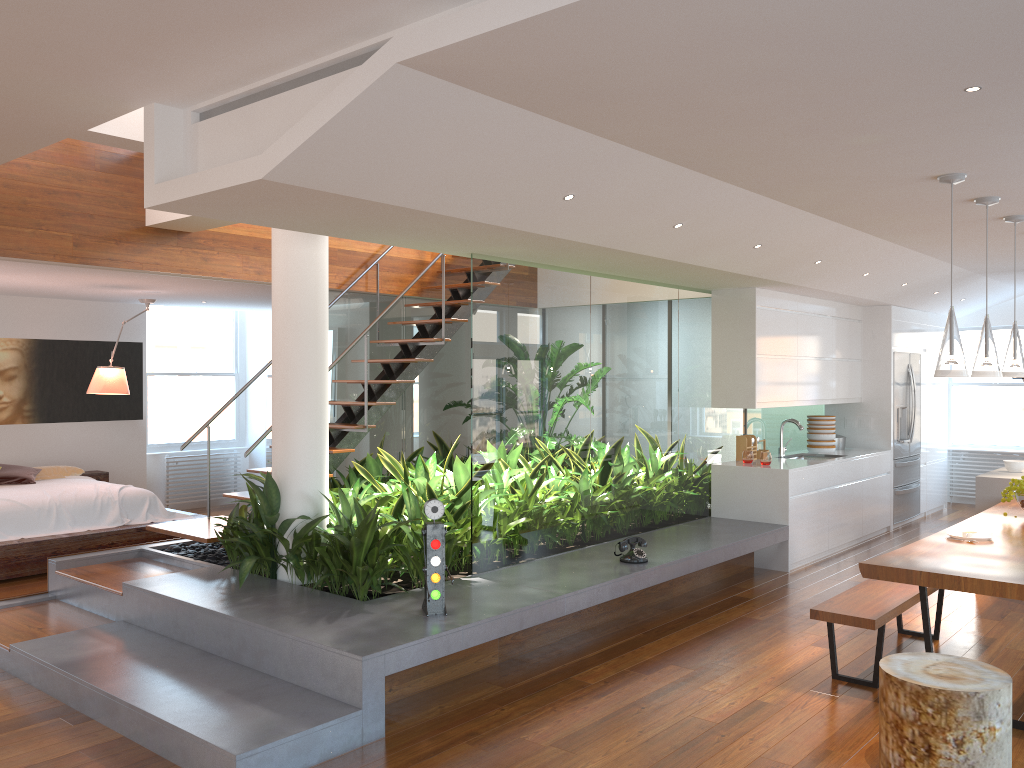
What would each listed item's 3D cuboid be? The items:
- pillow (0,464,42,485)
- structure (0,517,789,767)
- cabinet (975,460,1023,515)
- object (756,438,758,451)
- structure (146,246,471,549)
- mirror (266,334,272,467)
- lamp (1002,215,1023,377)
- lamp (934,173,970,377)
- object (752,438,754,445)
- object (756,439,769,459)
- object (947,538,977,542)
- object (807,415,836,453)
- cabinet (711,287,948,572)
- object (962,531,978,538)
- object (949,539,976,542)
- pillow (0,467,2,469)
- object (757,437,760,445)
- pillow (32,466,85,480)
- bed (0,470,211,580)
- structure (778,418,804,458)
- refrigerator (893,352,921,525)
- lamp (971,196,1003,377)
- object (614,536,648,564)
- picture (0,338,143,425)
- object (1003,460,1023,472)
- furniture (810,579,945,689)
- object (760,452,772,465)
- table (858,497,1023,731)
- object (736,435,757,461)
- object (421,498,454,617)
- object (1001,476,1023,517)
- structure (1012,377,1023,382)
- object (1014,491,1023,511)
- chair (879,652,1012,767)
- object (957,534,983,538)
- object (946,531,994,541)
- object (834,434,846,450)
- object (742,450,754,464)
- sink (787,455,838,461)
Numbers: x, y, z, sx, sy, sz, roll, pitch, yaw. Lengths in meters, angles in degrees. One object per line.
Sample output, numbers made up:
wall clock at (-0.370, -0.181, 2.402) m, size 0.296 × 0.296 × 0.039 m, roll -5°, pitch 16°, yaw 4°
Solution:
pillow at (-9.716, 1.715, 17.038) m, size 1.128 × 0.392 × 0.787 m, roll 0°, pitch 0°, yaw -20°
structure at (-0.795, 2.773, 13.458) m, size 6.529 × 0.817 × 11.806 m, roll 0°, pitch 0°, yaw 40°
cabinet at (9.481, 2.258, 15.335) m, size 1.261 × 1.759 × 6.208 m, roll 0°, pitch 0°, yaw 40°
object at (4.647, 1.209, 16.833) m, size 0.039 × 0.414 × 0.047 m, roll 0°, pitch 0°, yaw 29°
structure at (-0.229, -1.645, 14.786) m, size 5.397 × 9.019 × 9.708 m, roll 0°, pitch 0°, yaw 40°
mirror at (-5.132, 0.909, 21.398) m, size 2.678 × 4.322 × 0.103 m, roll 0°, pitch 0°, yaw 40°
lamp at (6.556, -1.207, 11.556) m, size 0.338 × 2.241 × 0.338 m, roll 0°, pitch 0°, yaw -23°
lamp at (4.576, -1.192, 9.227) m, size 0.338 × 2.241 × 0.338 m, roll 0°, pitch 0°, yaw -23°
object at (4.465, 1.202, 16.475) m, size 0.084 × 0.406 × 0.089 m, roll 0°, pitch 0°, yaw 1°
object at (4.717, 1.239, 16.853) m, size 0.211 × 0.360 × 0.365 m, roll 0°, pitch 0°, yaw 42°
object at (4.862, 1.684, 9.578) m, size 0.037 × 0.012 × 0.346 m, roll 0°, pitch 1°, yaw -44°
object at (6.394, 1.037, 18.343) m, size 0.563 × 0.752 × 0.564 m, roll 0°, pitch 0°, yaw -24°
cabinet at (7.196, 0.736, 18.909) m, size 1.430 × 4.821 × 9.653 m, roll 0°, pitch 0°, yaw 40°
object at (5.021, 1.655, 9.724) m, size 0.149 × 0.062 × 0.167 m, roll 0°, pitch 0°, yaw 4°
object at (4.814, 1.676, 9.526) m, size 0.315 × 0.029 × 0.092 m, roll 0°, pitch 0°, yaw 39°
pillow at (-9.744, 1.779, 17.186) m, size 1.702 × 0.508 × 2.835 m, roll 0°, pitch 0°, yaw 37°
object at (4.649, 1.202, 16.776) m, size 0.084 × 0.406 × 0.089 m, roll 0°, pitch 0°, yaw -12°
pillow at (-10.071, 1.862, 17.392) m, size 0.988 × 0.448 × 2.981 m, roll 0°, pitch 0°, yaw 39°
bed at (-8.991, 2.504, 16.606) m, size 4.893 × 1.258 × 4.666 m, roll 0°, pitch 0°, yaw 40°
structure at (5.543, 1.244, 17.529) m, size 0.525 × 1.133 × 0.243 m, roll 0°, pitch 0°, yaw 40°
refrigerator at (8.301, 1.184, 20.033) m, size 1.533 × 3.747 × 1.920 m, roll 0°, pitch 0°, yaw 40°
lamp at (5.566, -1.200, 10.392) m, size 0.338 × 2.241 × 0.338 m, roll 0°, pitch 0°, yaw -23°
object at (1.596, 2.213, 11.909) m, size 0.456 × 0.327 × 0.383 m, roll 0°, pitch 0°, yaw 5°
picture at (-10.653, -0.053, 18.317) m, size 0.001 × 1.806 × 6.278 m, roll 0°, pitch 0°, yaw 40°
object at (7.931, 1.302, 13.996) m, size 0.321 × 0.174 × 0.321 m, roll 0°, pitch 0°, yaw -10°
furniture at (4.363, 2.765, 10.252) m, size 0.668 × 0.822 × 3.029 m, roll 0°, pitch 0°, yaw 40°
object at (4.441, 1.308, 15.519) m, size 0.199 × 0.223 × 0.199 m, roll 0°, pitch 1°, yaw -44°
table at (8.108, 2.410, 12.629) m, size 1.887 × 1.489 × 12.678 m, roll 0°, pitch 0°, yaw 40°
object at (4.355, 1.187, 16.473) m, size 0.219 × 0.469 × 0.423 m, roll 0°, pitch 0°, yaw 40°
object at (-0.781, 1.806, 9.164) m, size 0.284 × 1.194 × 0.672 m, roll 0°, pitch 0°, yaw -13°
object at (6.652, 1.393, 11.080) m, size 0.832 × 0.601 × 0.618 m, roll 0°, pitch 0°, yaw 4°
structure at (10.710, -1.518, 16.743) m, size 1.923 × 2.971 × 1.902 m, roll 0°, pitch 0°, yaw 40°
object at (6.674, 1.526, 11.023) m, size 0.761 × 0.337 × 0.761 m, roll 0°, pitch 0°, yaw 4°
chair at (3.528, 2.764, 7.247) m, size 0.973 × 0.846 × 0.973 m, roll 0°, pitch 0°, yaw -40°
object at (5.021, 1.677, 9.724) m, size 0.263 × 0.024 × 0.263 m, roll 0°, pitch 0°, yaw -28°
object at (5.021, 1.668, 9.724) m, size 0.469 × 0.042 × 0.469 m, roll 0°, pitch 0°, yaw -9°
object at (6.869, 1.207, 19.012) m, size 0.600 × 0.414 × 0.561 m, roll 0°, pitch 0°, yaw -7°
object at (4.212, 1.305, 15.843) m, size 0.199 × 0.223 × 0.199 m, roll 0°, pitch 1°, yaw -44°
sink at (5.818, 1.662, 17.220) m, size 0.950 × 0.406 × 1.409 m, roll 0°, pitch 0°, yaw 40°
